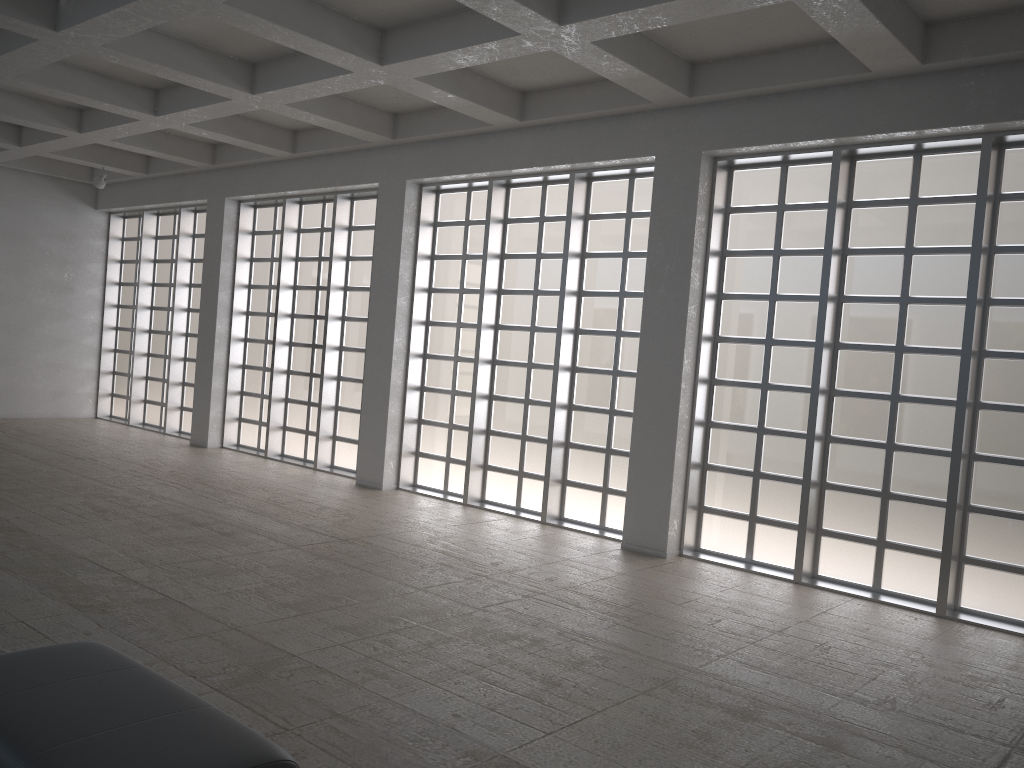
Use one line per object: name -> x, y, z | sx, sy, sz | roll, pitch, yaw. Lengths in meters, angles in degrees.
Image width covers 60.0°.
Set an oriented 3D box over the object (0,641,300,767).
object -> -3.095, 2.741, 6.525 | 3.044, 0.828, 1.616 | 6, 2, 40
